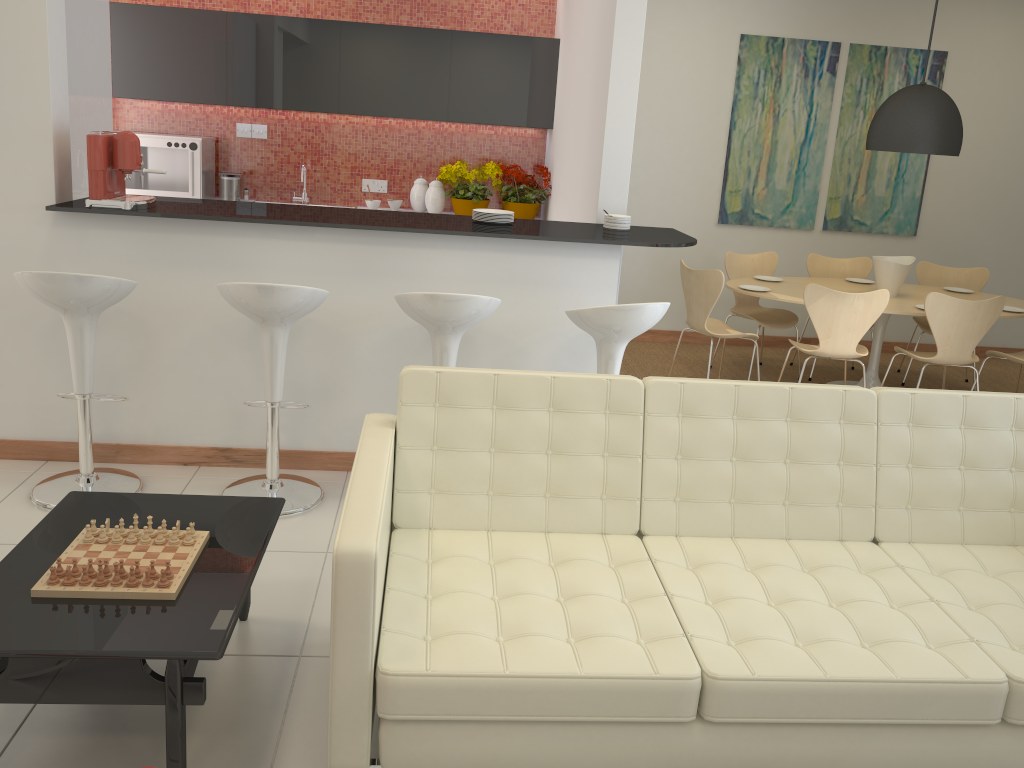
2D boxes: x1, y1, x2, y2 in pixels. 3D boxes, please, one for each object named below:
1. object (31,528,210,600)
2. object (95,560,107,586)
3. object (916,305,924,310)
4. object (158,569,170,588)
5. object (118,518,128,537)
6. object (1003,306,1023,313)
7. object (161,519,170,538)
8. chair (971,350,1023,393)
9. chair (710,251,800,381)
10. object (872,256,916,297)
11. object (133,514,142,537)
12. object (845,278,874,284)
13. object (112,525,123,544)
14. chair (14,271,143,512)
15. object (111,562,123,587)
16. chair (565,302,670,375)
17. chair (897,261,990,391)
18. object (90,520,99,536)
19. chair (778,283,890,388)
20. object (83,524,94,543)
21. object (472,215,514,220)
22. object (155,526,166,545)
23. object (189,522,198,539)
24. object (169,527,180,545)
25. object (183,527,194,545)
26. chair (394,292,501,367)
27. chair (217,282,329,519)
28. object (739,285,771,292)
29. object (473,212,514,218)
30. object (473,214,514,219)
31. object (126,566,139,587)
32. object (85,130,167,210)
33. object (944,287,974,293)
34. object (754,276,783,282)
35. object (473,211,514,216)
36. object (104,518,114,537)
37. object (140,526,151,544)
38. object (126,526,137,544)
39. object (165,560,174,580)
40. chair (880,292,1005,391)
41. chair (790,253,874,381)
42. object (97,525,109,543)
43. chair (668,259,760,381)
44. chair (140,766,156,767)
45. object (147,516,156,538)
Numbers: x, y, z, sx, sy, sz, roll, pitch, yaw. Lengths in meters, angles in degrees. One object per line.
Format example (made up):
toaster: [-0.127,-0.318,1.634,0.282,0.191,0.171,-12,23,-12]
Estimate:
object: [-1.074,0.496,2.470,0.360,0.021,0.365,3,16,-5]
object: [-1.079,0.493,2.322,0.030,0.068,0.030,5,14,2]
object: [2.727,-0.486,5.735,0.212,0.015,0.211,17,21,39]
object: [-0.921,0.512,2.340,0.030,0.043,0.030,5,14,2]
object: [-1.142,0.417,2.592,0.030,0.054,0.030,5,14,2]
object: [3.331,-0.501,5.937,0.211,0.015,0.212,-9,21,-39]
object: [-1.023,0.423,2.603,0.030,0.054,0.030,5,14,2]
chair: [3.412,-0.160,5.797,0.521,0.895,0.522,-1,15,-22]
chair: [1.855,-0.512,6.623,0.522,0.895,0.522,-3,15,-26]
object: [2.643,-0.757,6.185,0.272,0.276,0.263,12,17,29]
object: [-1.102,0.412,2.594,0.030,0.068,0.030,5,14,2]
object: [2.647,-0.782,6.737,0.210,0.015,0.213,7,16,11]
object: [-1.139,0.431,2.553,0.030,0.049,0.030,5,14,2]
chair: [-1.820,-0.009,3.758,0.457,1.008,0.470,5,14,5]
object: [-1.040,0.497,2.327,0.030,0.063,0.030,5,14,2]
chair: [0.425,0.091,3.975,0.457,1.008,0.471,-1,14,-19]
chair: [3.295,-0.440,6.731,0.522,0.895,0.521,9,15,18]
object: [-1.222,0.419,2.585,0.030,0.043,0.030,5,14,2]
chair: [2.004,-0.206,5.605,0.521,0.895,0.522,5,14,2]
object: [-1.219,0.428,2.546,0.030,0.049,0.030,5,14,2]
object: [-0.096,-0.838,4.471,0.212,0.015,0.212,16,20,36]
object: [-1.020,0.437,2.565,0.030,0.049,0.030,5,14,2]
object: [-0.944,0.431,2.612,0.030,0.043,0.030,5,14,2]
object: [-0.980,0.438,2.569,0.030,0.049,0.030,5,14,2]
object: [-0.940,0.440,2.572,0.030,0.049,0.030,5,14,2]
chair: [-0.304,0.059,3.903,0.457,1.008,0.470,5,14,5]
chair: [-1.031,0.027,3.833,0.457,1.008,0.470,5,14,5]
object: [1.652,-0.649,6.030,0.210,0.015,0.213,9,17,16]
object: [-0.095,-0.852,4.468,0.212,0.015,0.212,16,20,36]
object: [-0.095,-0.845,4.470,0.212,0.015,0.212,16,20,36]
object: [-1.000,0.503,2.331,0.030,0.054,0.030,5,14,2]
object: [-1.707,-0.970,3.998,0.320,0.332,0.325,3,15,-5]
object: [3.343,-0.700,6.627,0.210,0.015,0.213,-4,18,-26]
object: [1.885,-0.772,6.511,0.210,0.015,0.213,9,17,16]
object: [-0.094,-0.858,4.467,0.212,0.015,0.212,16,20,36]
object: [-1.182,0.417,2.588,0.030,0.051,0.030,1,14,-13]
object: [-1.060,0.435,2.561,0.030,0.049,0.030,5,14,2]
object: [-1.099,0.433,2.557,0.030,0.049,0.030,5,14,2]
object: [-0.924,0.498,2.378,0.030,0.049,0.030,5,14,2]
chair: [2.719,-0.167,5.646,0.521,0.895,0.523,3,14,-6]
chair: [2.506,-0.509,6.775,0.521,0.895,0.523,4,14,-1]
object: [-1.179,0.430,2.550,0.030,0.049,0.030,5,14,2]
chair: [1.379,-0.358,5.972,0.516,0.895,0.528,-1,15,-21]
chair: [-0.977,0.847,1.369,0.706,0.806,0.710,1,15,-10]
object: [-1.062,0.417,2.598,0.030,0.063,0.030,5,14,2]
